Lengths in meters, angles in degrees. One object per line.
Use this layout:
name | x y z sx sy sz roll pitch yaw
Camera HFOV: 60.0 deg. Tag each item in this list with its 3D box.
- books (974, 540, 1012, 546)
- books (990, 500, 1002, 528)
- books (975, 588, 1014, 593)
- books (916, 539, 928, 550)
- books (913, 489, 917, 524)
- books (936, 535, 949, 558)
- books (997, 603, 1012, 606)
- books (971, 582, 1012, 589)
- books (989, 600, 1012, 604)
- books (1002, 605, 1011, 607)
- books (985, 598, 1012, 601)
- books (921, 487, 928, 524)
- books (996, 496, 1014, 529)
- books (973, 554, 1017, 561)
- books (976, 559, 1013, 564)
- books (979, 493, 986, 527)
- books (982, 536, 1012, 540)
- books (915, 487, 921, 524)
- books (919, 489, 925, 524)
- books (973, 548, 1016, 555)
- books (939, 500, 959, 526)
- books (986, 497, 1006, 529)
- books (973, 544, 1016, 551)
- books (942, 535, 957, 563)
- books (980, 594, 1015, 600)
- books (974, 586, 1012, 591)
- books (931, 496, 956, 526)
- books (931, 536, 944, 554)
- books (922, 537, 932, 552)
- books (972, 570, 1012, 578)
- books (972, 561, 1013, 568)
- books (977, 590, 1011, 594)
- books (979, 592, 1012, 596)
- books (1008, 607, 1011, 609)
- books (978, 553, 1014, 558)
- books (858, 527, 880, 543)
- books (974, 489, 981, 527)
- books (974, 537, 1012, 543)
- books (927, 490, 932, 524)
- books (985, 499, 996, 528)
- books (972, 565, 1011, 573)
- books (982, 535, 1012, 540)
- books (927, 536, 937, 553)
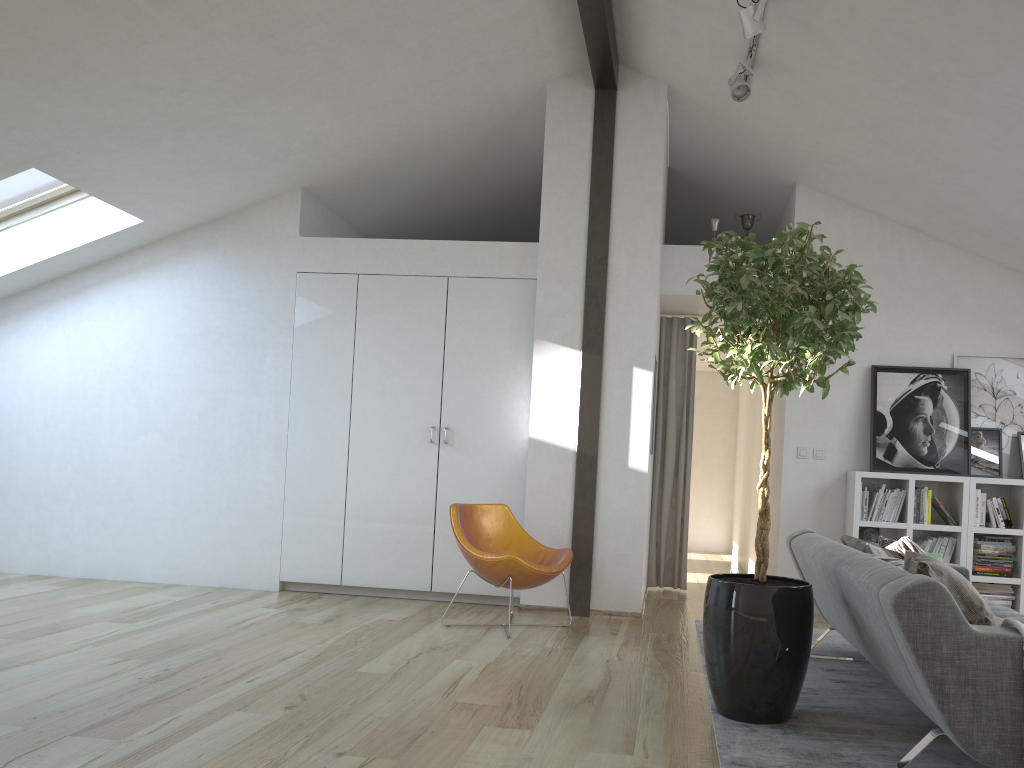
books | 3.339 1.105 6.184 0.225 0.020 0.133 2 -5 7
books | 3.322 0.898 6.132 0.088 0.191 0.143 3 -2 9
books | 3.330 1.425 6.170 0.264 0.015 0.175 1 -6 20
books | 2.836 1.202 6.256 0.132 0.220 0.171 3 -2 9
books | 2.797 0.854 6.214 0.027 0.236 0.173 3 -2 10
books | 2.994 1.193 6.249 0.096 0.250 0.183 3 -2 10
books | 3.316 1.515 6.157 0.237 0.012 0.153 2 -5 10
books | 3.319 1.392 6.167 0.250 0.019 0.167 1 -6 20
books | 3.303 1.500 6.161 0.254 0.019 0.164 3 -5 5
books | 3.294 1.526 6.160 0.266 0.011 0.151 3 -5 4
books | 3.308 1.483 6.153 0.238 0.012 0.151 3 -5 0
books | 2.875 0.857 6.222 0.025 0.275 0.212 3 -2 10
books | 3.381 0.889 6.132 0.119 0.218 0.151 3 -2 9
books | 3.349 1.207 6.190 0.266 0.021 0.189 2 -5 8
books | 3.320 1.223 6.142 0.218 0.022 0.153 3 -5 3
books | 3.242 0.874 6.171 0.041 0.233 0.172 3 -2 10
books | 3.394 1.075 6.214 0.164 0.017 0.122 2 -5 13
books | 2.822 0.846 6.210 0.025 0.254 0.158 3 -2 10
books | 2.849 0.855 6.214 0.027 0.241 0.170 3 -2 10
books | 3.341 1.163 6.180 0.256 0.025 0.158 2 -5 7
books | 3.024 0.895 6.182 0.144 0.169 0.134 3 -3 8
books | 3.343 0.889 6.137 0.095 0.213 0.141 3 -2 9
books | 3.356 1.134 6.178 0.228 0.039 0.162 2 -5 8
books | 3.037 1.194 6.237 0.109 0.254 0.185 3 -2 9
books | 3.299 1.466 6.158 0.308 0.023 0.166 3 -5 4
books | 3.315 1.410 6.169 0.265 0.015 0.174 2 -5 15
books | 2.990 0.882 6.189 0.168 0.195 0.166 3 -3 8
books | 2.944 1.193 6.243 0.116 0.246 0.183 3 -2 9
books | 2.881 1.199 6.256 0.105 0.228 0.171 3 -2 9
books | 3.317 1.309 6.153 0.251 0.033 0.193 1 -6 23
books | 3.318 1.246 6.144 0.244 0.024 0.155 1 -5 18
books | 3.314 1.436 6.158 0.237 0.011 0.152 3 -5 5
books | 3.303 1.449 6.168 0.266 0.011 0.151 3 -5 4
books | 3.305 1.538 6.159 0.237 0.011 0.152 3 -5 5
books | 3.343 1.186 6.187 0.238 0.023 0.176 2 -5 8
books | 2.535 1.164 6.359 0.188 0.274 0.096 3 -1 7
books | 3.199 0.859 6.165 0.038 0.255 0.191 3 -2 10
books | 3.346 1.087 6.182 0.217 0.019 0.127 2 -5 7
books | 2.896 0.858 6.211 0.025 0.236 0.172 3 -2 10
books | 3.292 0.894 6.138 0.072 0.194 0.143 3 -2 10
books | 3.310 1.275 6.145 0.227 0.038 0.163 2 -5 13
books | 3.394 1.075 6.214 0.167 0.018 0.126 2 -5 13
books | 2.911 1.193 6.249 0.108 0.243 0.161 3 -2 9
